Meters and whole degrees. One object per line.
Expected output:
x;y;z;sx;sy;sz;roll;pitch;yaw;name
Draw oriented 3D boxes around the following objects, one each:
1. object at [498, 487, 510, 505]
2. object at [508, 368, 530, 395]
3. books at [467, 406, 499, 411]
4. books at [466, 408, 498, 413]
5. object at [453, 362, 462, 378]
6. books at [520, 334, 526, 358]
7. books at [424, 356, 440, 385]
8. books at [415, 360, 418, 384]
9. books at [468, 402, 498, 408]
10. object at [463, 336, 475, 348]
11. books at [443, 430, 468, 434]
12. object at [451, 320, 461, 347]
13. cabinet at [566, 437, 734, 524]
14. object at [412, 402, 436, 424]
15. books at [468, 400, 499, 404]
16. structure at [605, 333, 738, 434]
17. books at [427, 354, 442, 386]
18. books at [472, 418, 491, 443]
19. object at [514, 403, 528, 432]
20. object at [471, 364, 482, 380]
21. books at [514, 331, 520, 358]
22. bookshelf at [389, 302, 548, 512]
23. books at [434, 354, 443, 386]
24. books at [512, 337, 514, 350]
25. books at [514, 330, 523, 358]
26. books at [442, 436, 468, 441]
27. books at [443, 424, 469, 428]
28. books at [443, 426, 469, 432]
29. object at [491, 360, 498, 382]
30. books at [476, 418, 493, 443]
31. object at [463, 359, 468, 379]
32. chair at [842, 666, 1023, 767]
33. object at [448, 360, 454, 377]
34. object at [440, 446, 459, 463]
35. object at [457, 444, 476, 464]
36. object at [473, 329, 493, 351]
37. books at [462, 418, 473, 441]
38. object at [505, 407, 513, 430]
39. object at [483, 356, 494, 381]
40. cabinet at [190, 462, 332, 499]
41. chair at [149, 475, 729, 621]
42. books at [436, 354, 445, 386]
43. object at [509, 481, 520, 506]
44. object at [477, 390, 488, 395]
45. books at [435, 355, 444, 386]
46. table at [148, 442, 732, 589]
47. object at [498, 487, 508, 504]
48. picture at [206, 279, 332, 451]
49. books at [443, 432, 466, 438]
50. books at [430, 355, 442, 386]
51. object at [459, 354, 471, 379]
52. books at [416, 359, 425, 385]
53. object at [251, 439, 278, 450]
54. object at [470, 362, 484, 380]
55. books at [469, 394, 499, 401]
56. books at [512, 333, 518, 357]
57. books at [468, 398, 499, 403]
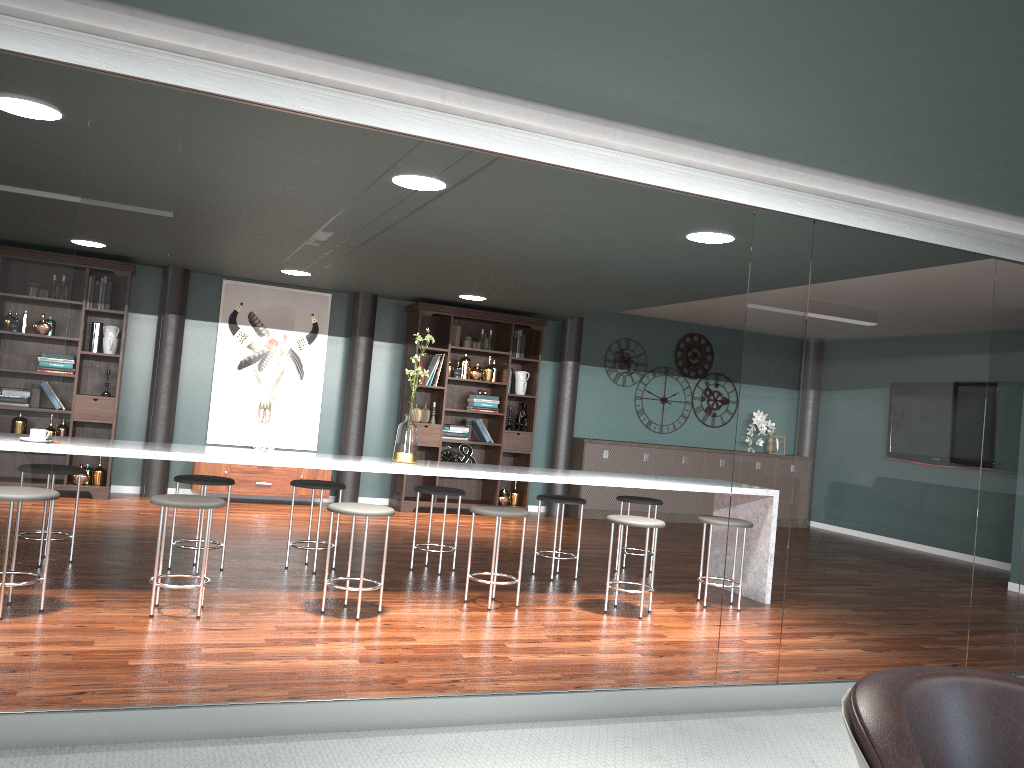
-0.082;1.116;8.811;0.144;0.175;0.073;6;-2;-20;object
0.045;-0.021;8.998;0.268;0.262;0.137;5;-2;18;object
-0.292;0.244;8.839;0.286;0.027;0.184;6;-2;-22;books
-0.296;0.266;8.837;0.268;0.016;0.205;6;-2;-22;books
-0.532;-0.136;8.648;0.079;0.161;0.080;5;-2;4;object
0.078;-0.375;8.975;0.042;0.248;0.194;6;-2;-22;books
-0.796;-0.128;8.624;0.115;0.296;0.210;6;-2;-22;books
-0.959;-0.120;8.554;0.042;0.248;0.194;6;-2;-22;books
-0.290;0.209;8.839;0.248;0.042;0.194;6;-2;-22;books
-0.431;-0.408;8.754;0.096;0.126;0.106;4;-2;29;object
-0.594;0.463;8.689;0.268;0.016;0.205;6;-2;-22;books
-0.561;-0.494;8.731;0.104;0.273;0.104;5;-2;14;object
-2.299;0.669;8.116;12.287;0.820;0.402;6;-2;-22;cabinet
-0.871;0.264;8.588;0.250;0.221;0.186;6;-2;-24;object
-0.288;0.179;8.840;0.268;0.016;0.205;6;-2;-22;books
1.826;-0.019;10.001;1.791;1.178;0.017;6;-2;-22;structure
-0.771;-0.135;8.629;0.090;0.316;0.197;6;-2;-22;books
-0.318;0.460;8.805;0.176;0.227;0.194;6;-2;-22;books
0.083;0.329;8.965;0.116;0.286;0.215;6;-2;-26;object
-0.349;-0.118;8.827;0.099;0.169;0.099;4;-2;42;object
0.024;-0.392;8.954;0.016;0.268;0.205;6;-2;-22;books
-0.440;0.273;8.790;1.339;1.984;0.482;6;-2;-22;bookshelf
-0.742;-0.135;8.637;0.062;0.322;0.197;6;-2;-22;books
-0.035;-0.407;8.930;0.027;0.286;0.184;6;-2;-22;books
0.047;-0.398;8.963;0.027;0.286;0.184;6;-2;-22;books
-0.598;0.528;8.688;0.286;0.027;0.184;6;-2;-22;books
-0.577;0.407;8.695;0.268;0.016;0.205;6;-2;-22;books
-0.570;0.437;8.698;0.248;0.042;0.194;6;-2;-22;books
-0.187;-0.127;8.913;0.092;0.222;0.092;5;-2;12;object
-0.286;0.462;8.818;0.166;0.228;0.205;6;-2;-22;books
-0.455;-0.143;8.647;0.040;0.191;0.040;6;-2;-13;object
0.572;0.733;0.881;0.535;0.761;0.518;6;-2;-16;chair
-0.618;-0.148;8.713;0.105;0.172;0.105;6;-2;-26;object
-0.624;0.723;8.625;0.224;0.238;0.159;6;-2;-22;object
-0.465;0.729;8.816;0.233;0.268;0.051;6;-2;-22;object
-0.302;-0.442;8.818;0.196;0.221;0.184;6;-2;-22;object
-0.453;0.452;8.822;0.063;0.214;0.139;6;-2;-22;books
-0.022;0.349;8.906;0.077;0.228;0.077;7;-2;-39;object
-0.228;-0.152;8.796;0.108;0.256;0.108;5;-2;12;object
-2.292;0.816;8.142;1.200;0.379;0.368;6;-2;-22;cabinet
-0.612;0.878;4.935;4.029;0.512;1.479;6;-2;-22;chair
-0.728;-0.134;8.642;0.062;0.322;0.197;6;-2;-22;books
0.030;1.089;8.908;0.108;0.256;0.108;5;-2;12;object
-0.298;0.086;8.830;0.104;0.052;0.100;6;-2;-18;object
-0.738;-0.129;8.641;0.063;0.309;0.210;6;-2;-22;books
-0.609;0.782;4.872;4.577;0.699;0.609;6;-2;-22;table
-0.091;1.123;8.940;0.099;0.169;0.099;4;-2;42;object
-2.269;-0.162;8.334;1.002;1.512;0.031;6;-2;-22;picture
-0.597;0.493;8.688;0.248;0.042;0.194;6;-2;-22;books
-0.752;-0.130;8.637;0.063;0.309;0.210;6;-2;-22;books
-0.465;-0.172;8.756;0.114;0.251;0.114;5;-2;4;object
-0.900;-0.115;8.578;0.084;0.252;0.194;6;-2;-22;books
-2.281;0.571;8.163;0.245;0.112;0.261;6;-2;-15;object
-0.340;-0.124;8.699;0.144;0.175;0.073;6;-2;-20;object
-0.281;0.135;8.842;0.248;0.042;0.194;6;-2;-22;books
-0.004;-0.383;8.942;0.042;0.248;0.194;6;-2;-22;books
-0.287;0.163;8.834;0.268;0.016;0.205;6;-2;-22;books
